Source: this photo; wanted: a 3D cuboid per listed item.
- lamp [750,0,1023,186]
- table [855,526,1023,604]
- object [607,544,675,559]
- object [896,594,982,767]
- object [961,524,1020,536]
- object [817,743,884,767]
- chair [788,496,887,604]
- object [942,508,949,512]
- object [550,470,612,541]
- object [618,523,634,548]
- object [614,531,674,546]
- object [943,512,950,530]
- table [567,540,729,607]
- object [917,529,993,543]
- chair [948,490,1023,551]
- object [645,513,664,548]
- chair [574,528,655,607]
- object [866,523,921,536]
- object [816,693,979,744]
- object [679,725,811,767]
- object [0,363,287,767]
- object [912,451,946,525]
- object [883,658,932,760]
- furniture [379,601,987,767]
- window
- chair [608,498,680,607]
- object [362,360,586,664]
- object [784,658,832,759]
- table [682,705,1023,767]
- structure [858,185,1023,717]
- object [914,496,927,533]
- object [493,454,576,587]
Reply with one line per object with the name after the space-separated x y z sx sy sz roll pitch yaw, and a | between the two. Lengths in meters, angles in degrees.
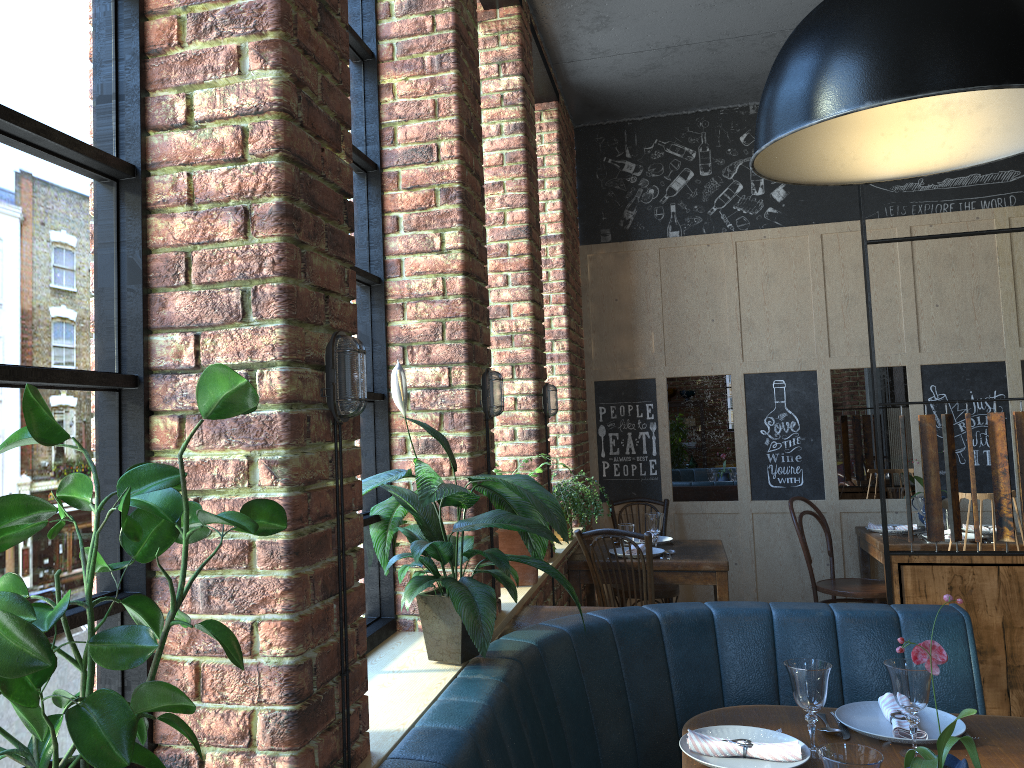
0.666 -1.077 1.581 0.551 1.329 0.506 -5 -5 31 | lamp
2.314 1.160 4.649 0.768 0.728 0.732 -3 -3 13 | table
0.632 0.821 4.344 0.334 0.051 0.262 -3 -3 17 | object
0.675 0.569 1.409 0.142 0.432 0.208 -5 -5 31 | object
2.540 0.764 4.705 0.277 0.051 0.315 -3 -3 16 | object
0.551 0.693 1.419 0.103 0.192 0.094 -6 -5 42 | object
1.845 1.088 4.834 0.417 0.922 0.575 1 -5 -45 | chair
2.398 0.740 4.815 0.085 0.120 0.083 -3 -4 3 | object
0.237 0.585 4.390 0.510 0.370 0.592 -3 -3 13 | object
0.605 0.800 4.649 0.088 0.120 0.081 -5 -4 30 | object
0.713 0.836 4.767 0.334 0.051 0.262 -3 -3 17 | object
2.308 0.735 4.629 0.085 0.120 0.083 -3 -4 3 | object
0.719 1.215 4.516 0.768 0.728 0.732 -3 -3 13 | table
2.246 0.764 4.456 0.334 0.051 0.262 -3 -3 17 | object
2.227 1.011 4.239 0.537 1.008 0.449 -2 -4 0 | chair
0.723 0.751 4.447 0.096 0.192 0.100 -1 -4 -16 | object
0.586 1.103 4.085 0.423 0.917 0.498 -5 -4 33 | chair
2.091 0.786 4.830 0.275 0.051 0.318 -3 -3 11 | object
0.882 0.779 2.055 0.334 0.051 0.262 -3 -3 17 | object
0.499 0.787 1.900 0.277 0.051 0.315 -3 -3 16 | object
-0.469 0.317 0.969 0.403 0.664 0.489 -5 -4 36 | object
2.358 0.593 4.987 0.222 0.432 0.134 -3 -4 10 | object
0.863 0.702 1.900 0.103 0.192 0.094 -6 -5 42 | object
0.455 1.048 1.531 1.395 0.824 2.550 -3 -3 12 | furniture
0.170 -0.589 0.444 3.331 2.434 8.786 -1 -3 -22 | window
0.765 1.140 5.098 0.411 0.917 0.513 -3 -4 7 | chair
-0.153 0.305 2.162 0.621 0.753 0.716 -3 -3 12 | object
0.654 0.711 1.930 0.103 0.192 0.094 -6 -5 42 | object
0.725 1.115 1.442 0.841 0.662 1.503 -3 -3 12 | table
4.758 -0.401 0.733 6.016 3.332 5.856 -2 -3 -3 | structure
2.231 0.707 4.757 0.096 0.192 0.100 -1 -4 -16 | object
-0.034 0.492 3.264 0.438 0.483 0.440 -5 -4 35 | object
